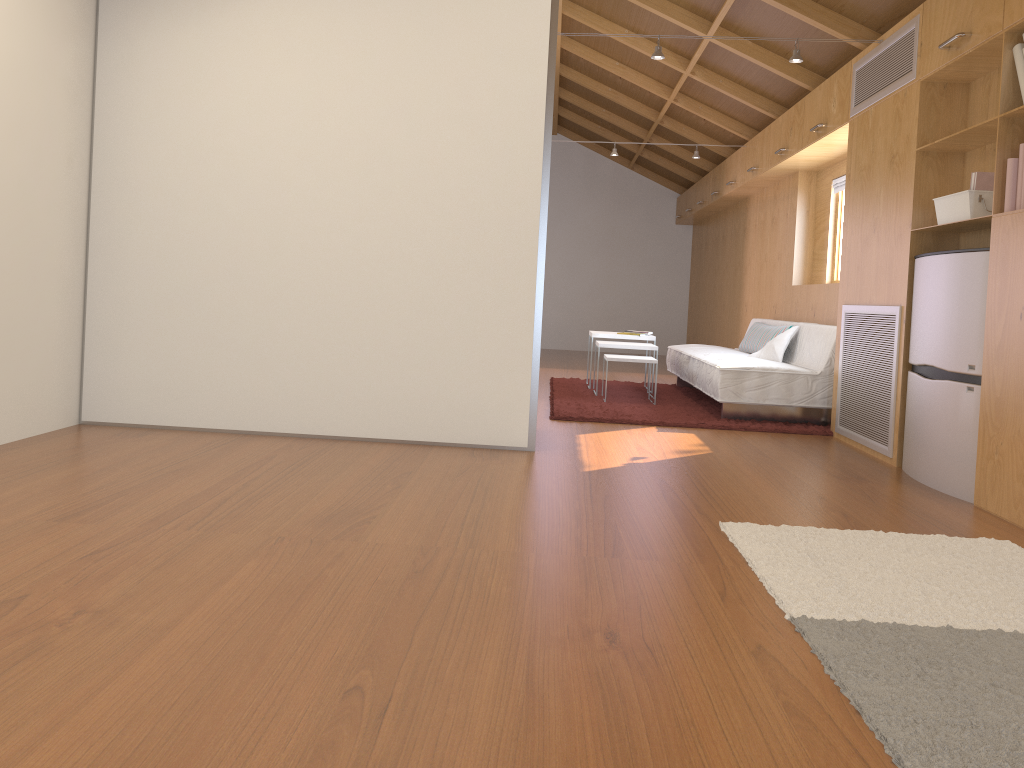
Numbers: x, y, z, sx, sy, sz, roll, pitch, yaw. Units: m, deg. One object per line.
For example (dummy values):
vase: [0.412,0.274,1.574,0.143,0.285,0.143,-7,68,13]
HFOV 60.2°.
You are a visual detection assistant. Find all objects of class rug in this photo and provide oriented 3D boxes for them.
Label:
rug: [1.228,0.139,6.338,1.885,0.020,2.490,3,6,2]
rug: [1.049,0.664,0.993,0.917,0.011,3.736,3,6,2]

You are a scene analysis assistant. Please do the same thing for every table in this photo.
table: [0.833,-0.110,6.555,0.424,0.382,0.460,3,4,2]
table: [0.855,-0.182,7.016,0.485,0.437,0.526,3,4,2]
table: [0.814,-0.034,6.156,0.342,0.308,0.370,3,4,2]

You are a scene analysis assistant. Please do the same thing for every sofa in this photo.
sofa: [1.703,-0.157,6.421,0.862,0.627,2.363,3,5,2]

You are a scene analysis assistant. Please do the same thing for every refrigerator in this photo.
refrigerator: [1.898,-0.060,3.737,0.262,0.985,0.715,3,3,2]

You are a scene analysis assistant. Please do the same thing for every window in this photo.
window: [2.385,-1.049,5.824,0.035,0.788,1.502,3,5,2]

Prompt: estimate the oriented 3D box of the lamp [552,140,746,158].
lamp: [0.152,-2.148,7.884,3.828,0.152,0.073,3,2,2]

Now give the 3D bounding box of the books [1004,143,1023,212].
books: [1.881,-0.811,1.753,0.189,0.656,3.121,3,5,2]

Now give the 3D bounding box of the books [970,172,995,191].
books: [1.948,-0.764,3.609,0.150,0.192,0.088,3,2,2]

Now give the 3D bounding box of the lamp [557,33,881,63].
lamp: [0.012,-1.838,4.695,3.828,0.152,0.073,3,2,2]

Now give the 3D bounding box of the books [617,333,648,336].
books: [0.935,-0.384,6.855,0.193,0.016,0.153,7,7,32]

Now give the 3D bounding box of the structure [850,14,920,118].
structure: [1.920,-1.624,4.585,0.013,0.300,0.906,3,5,2]

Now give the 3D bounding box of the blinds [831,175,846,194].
blinds: [2.352,-1.390,5.819,0.047,0.110,1.503,3,6,2]

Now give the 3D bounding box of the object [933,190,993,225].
object: [1.948,-0.734,3.734,0.203,0.122,0.351,3,5,2]

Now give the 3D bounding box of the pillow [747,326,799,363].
pillow: [1.799,-0.282,6.068,0.267,0.251,0.347,1,5,-34]

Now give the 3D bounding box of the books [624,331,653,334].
books: [0.990,-0.404,6.921,0.193,0.016,0.153,5,6,22]

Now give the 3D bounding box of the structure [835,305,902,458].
structure: [1.836,-0.049,4.593,0.013,0.719,0.822,3,4,2]

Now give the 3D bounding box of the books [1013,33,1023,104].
books: [1.962,-1.144,3.202,0.176,0.296,0.280,3,3,2]

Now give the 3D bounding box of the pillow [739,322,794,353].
pillow: [1.904,-0.336,6.688,0.171,0.251,1.045,3,5,2]
